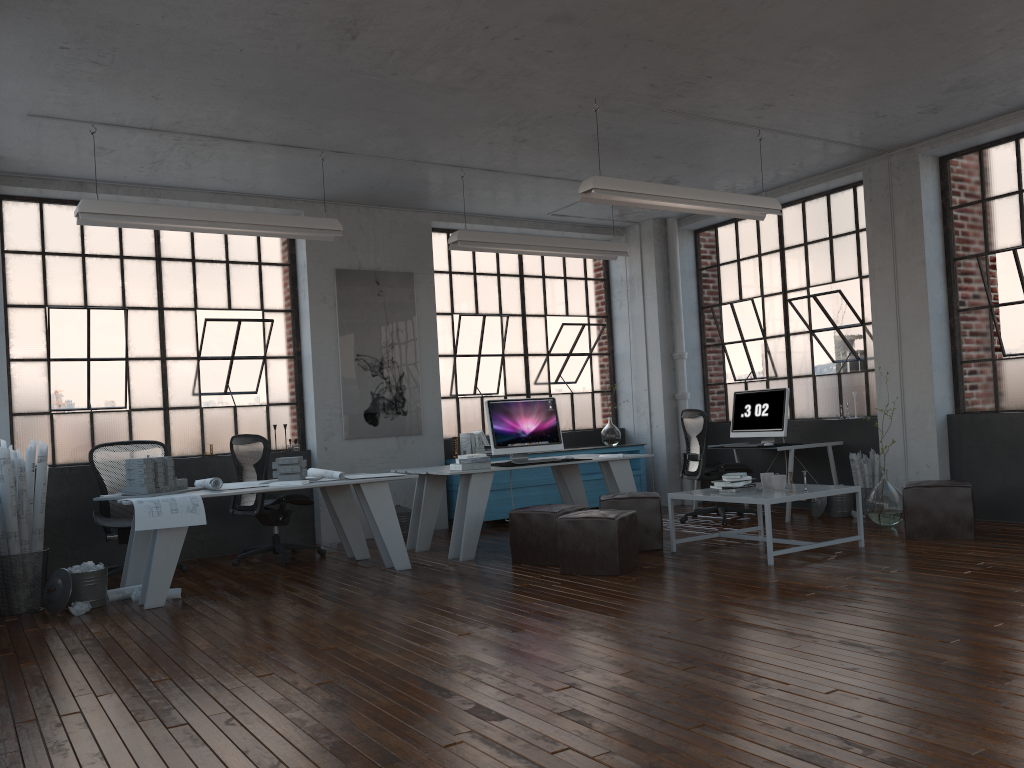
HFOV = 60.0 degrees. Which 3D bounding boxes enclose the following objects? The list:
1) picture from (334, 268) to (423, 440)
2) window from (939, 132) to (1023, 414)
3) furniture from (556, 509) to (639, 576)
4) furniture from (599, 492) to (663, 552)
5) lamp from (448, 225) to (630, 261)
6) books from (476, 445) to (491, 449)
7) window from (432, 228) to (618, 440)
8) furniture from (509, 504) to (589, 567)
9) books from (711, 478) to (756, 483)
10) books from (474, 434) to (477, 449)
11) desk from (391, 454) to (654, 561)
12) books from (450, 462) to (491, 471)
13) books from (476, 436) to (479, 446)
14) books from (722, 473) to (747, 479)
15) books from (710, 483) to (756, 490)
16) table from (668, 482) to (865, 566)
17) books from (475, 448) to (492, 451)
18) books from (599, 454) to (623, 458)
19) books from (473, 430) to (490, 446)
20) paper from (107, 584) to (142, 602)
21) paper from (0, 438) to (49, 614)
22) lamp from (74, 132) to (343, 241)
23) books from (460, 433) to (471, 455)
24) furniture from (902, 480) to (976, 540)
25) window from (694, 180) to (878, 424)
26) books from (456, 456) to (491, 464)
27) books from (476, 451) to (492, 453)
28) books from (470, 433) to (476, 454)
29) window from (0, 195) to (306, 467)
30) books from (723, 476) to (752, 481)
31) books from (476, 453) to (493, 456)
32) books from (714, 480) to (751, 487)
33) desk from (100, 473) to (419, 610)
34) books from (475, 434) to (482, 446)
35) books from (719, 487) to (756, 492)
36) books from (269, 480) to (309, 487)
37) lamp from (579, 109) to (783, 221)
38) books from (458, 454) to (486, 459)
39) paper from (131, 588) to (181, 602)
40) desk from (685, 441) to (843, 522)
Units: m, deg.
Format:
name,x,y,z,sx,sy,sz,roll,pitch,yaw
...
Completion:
name,x,y,z,sx,sy,sz,roll,pitch,yaw
picture,-1.305,-0.300,8.750,0.853,1.649,0.025,-3,-1,-32
window,4.536,-0.943,6.740,0.669,2.390,2.594,-3,-2,-33
furniture,0.600,1.094,6.134,0.471,0.431,0.470,-4,-2,26
furniture,0.948,1.099,7.086,0.503,0.460,0.503,-3,-2,6
lamp,0.283,-1.283,8.028,1.876,0.205,0.202,-2,-2,-32
books,-0.226,0.646,9.126,0.239,0.028,0.191,-2,-3,-30
window,0.146,-0.555,10.072,2.589,2.390,0.670,-2,-1,-32
furniture,0.291,1.129,6.664,0.480,0.439,0.479,-4,-2,36
books,1.671,0.726,6.678,0.275,0.014,0.200,-2,-3,-32
books,-0.418,0.641,9.267,0.045,0.239,0.152,-3,-1,-33
desk,0.126,1.036,7.798,2.076,0.704,1.076,-2,-2,-32
books,-0.338,0.665,7.193,0.271,0.050,0.200,-2,-3,-32
books,-0.396,0.656,9.285,0.045,0.224,0.161,-3,-1,-33
books,1.666,0.686,6.643,0.141,0.026,0.202,-4,-3,27
books,1.662,0.768,6.675,0.274,0.025,0.210,-3,-2,-12
table,1.874,1.010,6.596,0.991,0.444,0.973,-2,-2,-32
books,-0.219,0.671,9.133,0.258,0.023,0.212,-2,-3,-32
books,0.879,0.640,7.874,0.205,0.019,0.243,-4,-2,7
books,-0.306,0.631,9.342,0.169,0.284,0.176,-3,-1,-33
paper,-2.588,1.434,6.108,0.114,0.094,0.466,-5,-3,43
paper,-3.275,0.889,5.837,0.441,1.197,0.412,-4,-1,35
lamp,-2.165,-1.432,6.480,1.876,0.628,0.202,-2,-2,-32
books,-0.483,0.633,9.236,0.032,0.239,0.173,-3,-1,-33
furniture,3.277,0.973,6.816,0.503,0.460,0.503,-4,-2,25
window,2.887,-0.742,9.337,0.669,2.390,2.594,-3,-2,-33
books,-0.317,0.616,7.181,0.257,0.044,0.193,-3,-2,-12
books,-0.220,0.693,9.121,0.242,0.023,0.191,-2,-3,-34
books,-0.442,0.632,9.249,0.053,0.241,0.173,-3,-1,-33
window,-3.147,-0.453,7.974,2.589,2.390,0.670,-2,-1,-32
books,1.687,0.709,6.653,0.184,0.026,0.125,-3,-2,-2
books,-0.215,0.721,9.131,0.258,0.032,0.191,-2,-3,-30
books,1.662,0.745,6.675,0.200,0.031,0.272,-5,-3,32
desk,-1.830,1.093,6.551,2.055,0.697,1.065,-2,-2,-32
books,-0.364,0.635,9.300,0.065,0.224,0.161,-3,-1,-33
books,1.697,0.789,6.682,0.218,0.028,0.171,-2,-3,-32
books,-1.608,0.718,6.411,0.235,0.024,0.200,-3,-2,4
lamp,1.276,-1.606,6.550,1.876,0.628,0.202,-2,-2,-32
books,-0.325,0.586,7.195,0.185,0.030,0.153,-2,-3,-32
paper,-2.407,1.428,5.998,0.341,0.068,0.083,-3,-2,-7
desk,2.494,0.949,8.819,0.932,0.688,1.228,-2,-2,-32
